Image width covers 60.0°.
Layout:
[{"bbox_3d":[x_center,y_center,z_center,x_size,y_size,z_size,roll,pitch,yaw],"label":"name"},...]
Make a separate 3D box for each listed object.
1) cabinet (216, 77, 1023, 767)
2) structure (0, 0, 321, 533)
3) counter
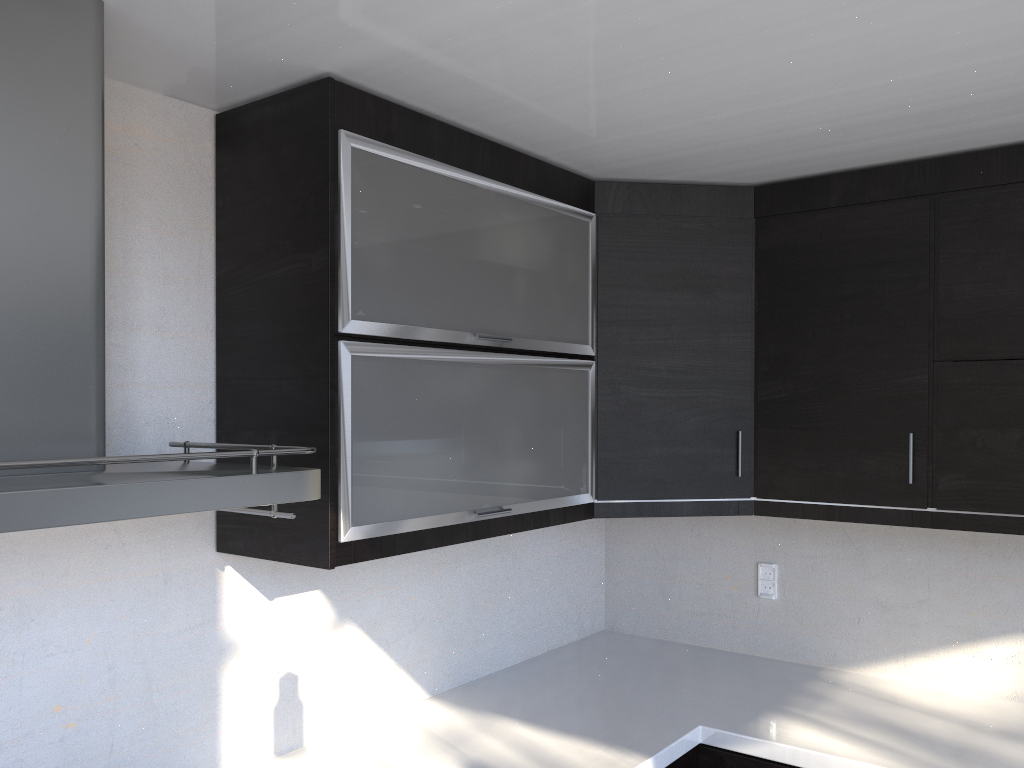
[{"bbox_3d":[0.751,0.548,0.141,4.231,2.315,4.274,0,0,37],"label":"cabinet"},{"bbox_3d":[-0.709,-0.281,1.282,0.489,0.930,0.727,0,-1,37],"label":"structure"},{"bbox_3d":[1.512,0.805,1.145,4.237,0.045,1.708,0,0,37],"label":"counter"}]
